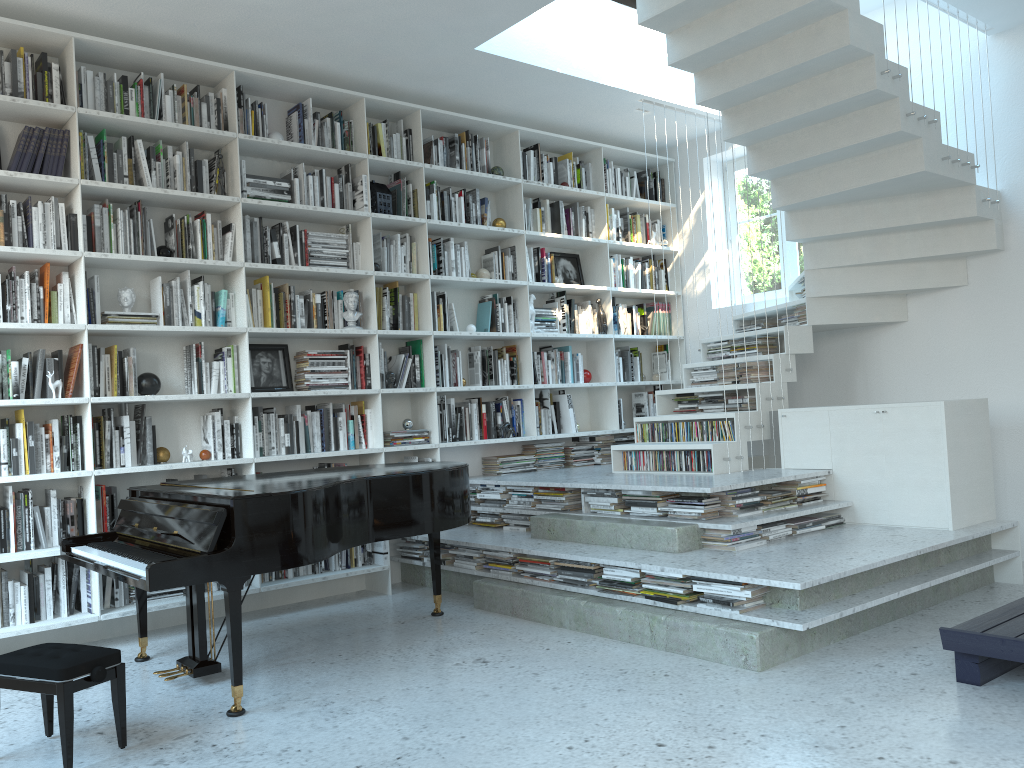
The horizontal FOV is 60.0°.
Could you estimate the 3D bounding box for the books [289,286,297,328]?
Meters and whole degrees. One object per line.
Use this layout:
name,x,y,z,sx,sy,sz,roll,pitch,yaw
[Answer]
books,-1.358,-0.446,5.350,0.027,0.267,0.190,-2,-2,-39

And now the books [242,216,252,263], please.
books,-1.583,-0.822,5.209,0.026,0.297,0.179,-2,-2,-39

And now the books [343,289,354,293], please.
books,-1.038,-0.459,5.649,0.025,0.279,0.108,-2,-2,-39

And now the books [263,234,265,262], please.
books,-1.509,-0.801,5.274,0.011,0.252,0.153,-2,-2,-39

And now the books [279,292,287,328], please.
books,-1.401,-0.428,5.342,0.025,0.236,0.137,-2,-2,-39

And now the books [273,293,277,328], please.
books,-1.455,-0.423,5.306,0.024,0.228,0.147,-2,-2,-39

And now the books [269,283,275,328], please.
books,-1.455,-0.450,5.278,0.010,0.280,0.170,-2,-2,-39

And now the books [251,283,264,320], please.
books,-1.512,-0.448,5.270,0.010,0.284,0.136,-2,-2,-39

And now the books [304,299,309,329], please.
books,-1.292,-0.412,5.436,0.050,0.199,0.146,-2,-2,-39

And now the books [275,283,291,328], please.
books,-1.383,-0.453,5.349,0.013,0.283,0.177,-2,-2,-39

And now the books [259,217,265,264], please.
books,-1.518,-0.825,5.265,0.011,0.300,0.179,-2,-2,-39

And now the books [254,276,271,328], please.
books,-1.476,-0.468,5.244,0.014,0.317,0.188,-2,-2,-39

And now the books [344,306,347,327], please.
books,-1.082,-0.422,5.602,0.012,0.205,0.145,-2,-2,-39

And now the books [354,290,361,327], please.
books,-1.013,-0.454,5.648,0.014,0.266,0.154,-2,-2,-39

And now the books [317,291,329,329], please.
books,-1.185,-0.440,5.482,0.012,0.245,0.186,-2,-2,-39

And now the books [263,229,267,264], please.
books,-1.500,-0.792,5.282,0.014,0.233,0.147,-2,-2,-39

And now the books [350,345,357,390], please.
books,-1.030,-0.097,5.622,0.011,0.288,0.152,-2,-2,-39

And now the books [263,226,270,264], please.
books,-1.487,-0.801,5.287,0.014,0.250,0.172,-2,-2,-39

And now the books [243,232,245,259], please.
books,-1.612,-0.786,5.205,0.027,0.228,0.147,-2,-2,-39

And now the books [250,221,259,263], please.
books,-1.547,-0.808,5.228,0.025,0.266,0.185,-2,-2,-39

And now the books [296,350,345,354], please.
books,-1.188,-0.196,5.491,0.254,0.012,0.161,-2,-3,-35

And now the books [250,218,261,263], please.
books,-1.538,-0.822,5.259,0.029,0.295,0.151,-2,-2,-39

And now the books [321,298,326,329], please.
books,-1.207,-0.416,5.477,0.029,0.200,0.178,-2,-2,-39

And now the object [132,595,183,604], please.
object,-1.930,1.157,4.795,0.254,0.007,0.161,-2,-3,-36

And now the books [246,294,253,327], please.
books,-1.570,-0.410,5.184,0.053,0.208,0.156,-2,-2,-39

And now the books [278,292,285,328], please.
books,-1.411,-0.424,5.324,0.012,0.228,0.169,-2,-2,-39

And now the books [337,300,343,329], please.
books,-1.109,-0.419,5.576,0.035,0.201,0.149,-2,-2,-39

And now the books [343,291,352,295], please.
books,-1.050,-0.450,5.624,0.025,0.259,0.130,-2,-2,-39

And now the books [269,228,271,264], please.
books,-1.478,-0.796,5.296,0.011,0.239,0.147,-2,-2,-39

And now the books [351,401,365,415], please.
books,-0.975,0.261,5.644,0.011,0.300,0.149,-2,-2,-39

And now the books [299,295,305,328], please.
books,-1.316,-0.420,5.402,0.030,0.215,0.168,-2,-2,-39

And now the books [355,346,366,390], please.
books,-0.987,-0.095,5.640,0.011,0.279,0.186,-2,-2,-39

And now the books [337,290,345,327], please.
books,-1.097,-0.450,5.599,0.014,0.263,0.135,-2,-2,-39

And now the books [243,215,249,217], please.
books,-1.580,-0.829,5.236,0.014,0.313,0.133,-2,-2,-39

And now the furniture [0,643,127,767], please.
furniture,-1.549,1.076,3.012,0.467,0.353,0.240,-4,-2,26

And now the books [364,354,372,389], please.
books,-0.962,-0.071,5.646,0.034,0.229,0.199,-2,-2,-39

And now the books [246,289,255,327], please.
books,-1.564,-0.427,5.205,0.042,0.242,0.162,-2,-2,-39

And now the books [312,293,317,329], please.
books,-1.251,-0.432,5.454,0.010,0.234,0.175,-2,-2,-39

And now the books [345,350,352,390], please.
books,-1.060,-0.080,5.586,0.012,0.254,0.161,-2,-2,-39

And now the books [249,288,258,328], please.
books,-1.544,-0.430,5.234,0.026,0.248,0.139,-2,-2,-39

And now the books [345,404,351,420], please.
books,-1.050,0.272,5.593,0.010,0.284,0.132,-2,-2,-39

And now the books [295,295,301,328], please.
books,-1.336,-0.420,5.384,0.024,0.216,0.175,-2,-2,-39

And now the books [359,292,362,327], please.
books,-1.000,-0.453,5.683,0.023,0.264,0.107,-2,-2,-39

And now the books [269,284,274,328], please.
books,-1.463,-0.443,5.252,0.015,0.266,0.189,-2,-2,-39

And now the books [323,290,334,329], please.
books,-1.163,-0.446,5.523,0.025,0.258,0.150,-2,-2,-39

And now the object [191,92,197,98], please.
object,-1.828,-1.523,5.072,0.010,0.246,0.157,-2,-2,-39

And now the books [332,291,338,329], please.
books,-1.134,-0.447,5.560,0.024,0.259,0.126,-2,-2,-39

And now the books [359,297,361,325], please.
books,-1.009,-0.451,5.666,0.014,0.261,0.137,-2,-2,-39

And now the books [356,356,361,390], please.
books,-1.009,-0.062,5.643,0.021,0.217,0.132,-2,-2,-39

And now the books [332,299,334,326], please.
books,-1.154,-0.420,5.550,0.022,0.206,0.114,-2,-2,-39

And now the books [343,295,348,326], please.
books,-1.079,-0.439,5.624,0.021,0.242,0.103,-2,-2,-39

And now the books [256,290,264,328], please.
books,-1.518,-0.427,5.247,0.029,0.240,0.155,-2,-2,-39

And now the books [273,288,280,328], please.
books,-1.440,-0.438,5.327,0.028,0.259,0.134,-2,-2,-39

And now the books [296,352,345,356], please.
books,-1.189,-0.184,5.493,0.254,0.012,0.161,-1,-3,-42

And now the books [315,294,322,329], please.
books,-1.229,-0.428,5.457,0.029,0.224,0.185,-2,-2,-39

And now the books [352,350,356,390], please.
books,-1.038,-0.081,5.615,0.013,0.256,0.163,-2,-2,-39

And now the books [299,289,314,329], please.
books,-1.263,-0.443,5.450,0.014,0.258,0.161,-2,-2,-39

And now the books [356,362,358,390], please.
books,-1.023,-0.069,5.634,0.013,0.232,0.134,-2,-2,-39

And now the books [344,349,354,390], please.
books,-1.049,-0.083,5.592,0.011,0.260,0.184,-2,-2,-39
